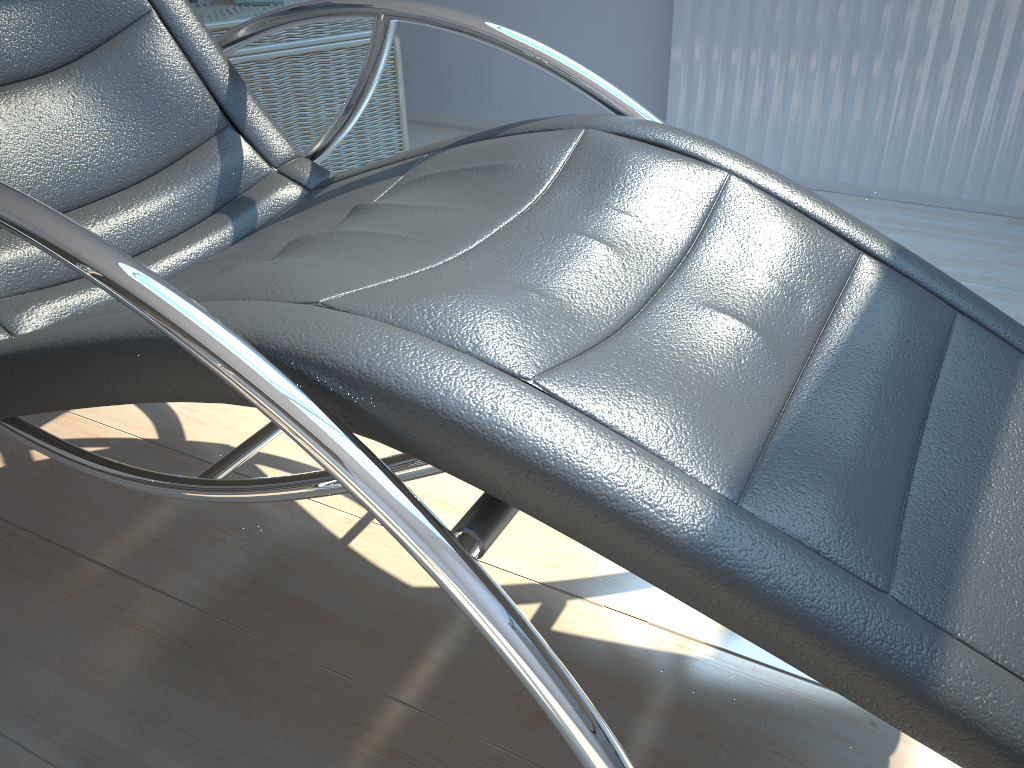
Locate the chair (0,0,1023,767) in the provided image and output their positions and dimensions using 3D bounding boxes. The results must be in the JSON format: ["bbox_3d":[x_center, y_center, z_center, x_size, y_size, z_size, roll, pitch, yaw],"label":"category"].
[{"bbox_3d":[-0.356,-0.352,1.056,1.938,1.251,0.836,15,36,24],"label":"chair"}]

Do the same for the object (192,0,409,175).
[{"bbox_3d":[-0.796,-0.820,2.517,0.745,0.518,0.744,-19,36,-26],"label":"object"}]

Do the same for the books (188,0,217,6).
[{"bbox_3d":[-0.864,-1.095,2.327,0.165,0.184,0.162,14,35,23],"label":"books"}]

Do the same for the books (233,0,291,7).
[{"bbox_3d":[-0.658,-1.127,2.258,0.149,0.300,0.149,-2,32,0],"label":"books"}]

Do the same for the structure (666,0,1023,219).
[{"bbox_3d":[1.050,-0.856,2.211,1.324,0.800,0.120,15,36,24],"label":"structure"}]
